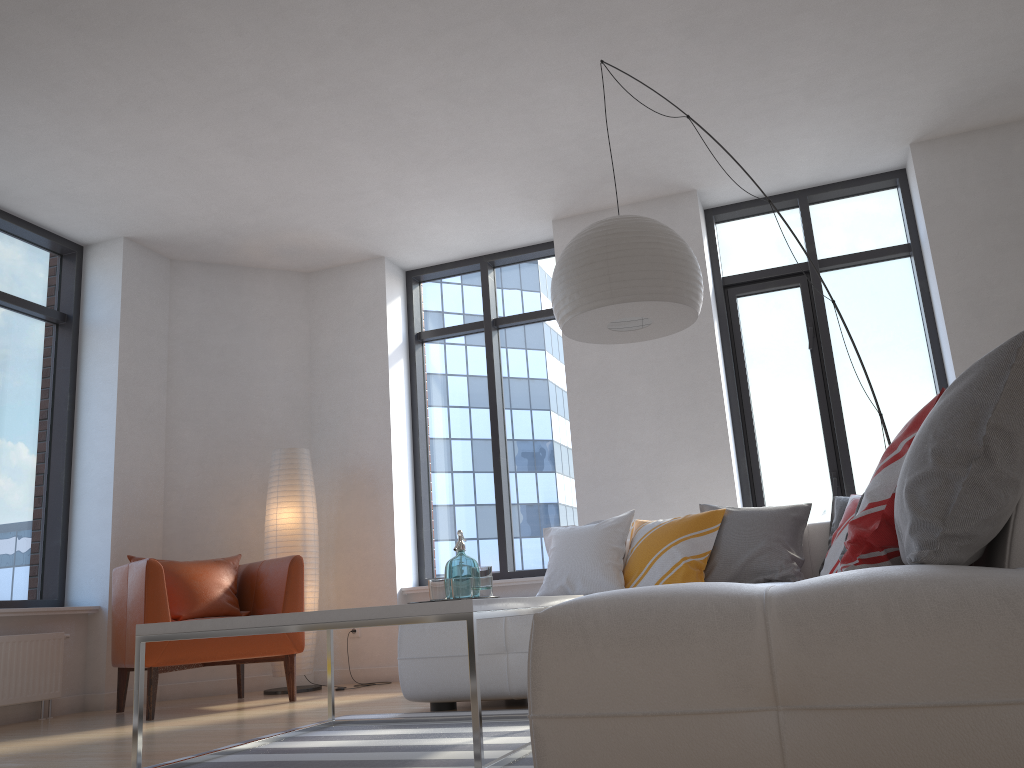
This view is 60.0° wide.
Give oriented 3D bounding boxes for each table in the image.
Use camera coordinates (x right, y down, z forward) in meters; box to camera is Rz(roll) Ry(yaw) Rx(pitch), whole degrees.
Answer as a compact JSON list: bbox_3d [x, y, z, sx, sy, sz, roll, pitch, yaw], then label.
[{"bbox_3d":[-0.415,0.964,2.931,1.091,0.435,1.091,-9,-15,18],"label":"table"}]

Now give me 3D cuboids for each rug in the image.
[{"bbox_3d":[-0.364,1.112,2.624,1.662,0.016,2.326,-9,-15,18],"label":"rug"}]

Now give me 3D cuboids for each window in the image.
[{"bbox_3d":[-3.246,0.033,4.879,0.170,2.402,1.960,-9,-15,18],"label":"window"},{"bbox_3d":[2.053,-0.128,5.734,1.310,2.402,0.170,-9,-15,18],"label":"window"},{"bbox_3d":[-0.106,0.209,6.457,1.310,2.402,0.170,-9,-15,18],"label":"window"}]

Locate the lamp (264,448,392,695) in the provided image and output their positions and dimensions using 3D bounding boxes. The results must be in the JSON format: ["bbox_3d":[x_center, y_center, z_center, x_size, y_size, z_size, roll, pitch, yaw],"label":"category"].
[{"bbox_3d":[-1.212,1.190,5.832,0.804,1.550,0.502,1,-15,-20],"label":"lamp"}]

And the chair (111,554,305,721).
[{"bbox_3d":[-1.753,1.378,5.017,0.896,0.858,0.843,7,-18,-38],"label":"chair"}]

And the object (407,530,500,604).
[{"bbox_3d":[-0.215,0.652,3.182,0.330,0.265,0.330,-17,-19,41],"label":"object"}]

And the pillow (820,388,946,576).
[{"bbox_3d":[1.325,0.465,3.003,0.575,0.449,2.250,-8,-15,16],"label":"pillow"}]

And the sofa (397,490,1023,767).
[{"bbox_3d":[0.543,0.802,3.117,2.614,0.732,3.424,-9,-15,18],"label":"sofa"}]

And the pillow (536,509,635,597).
[{"bbox_3d":[0.825,0.704,3.925,0.580,0.456,2.156,10,-20,-43],"label":"pillow"}]

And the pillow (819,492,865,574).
[{"bbox_3d":[1.427,0.509,3.312,0.608,0.436,2.120,-8,-15,14],"label":"pillow"}]

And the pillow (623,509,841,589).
[{"bbox_3d":[0.993,0.644,3.660,0.630,0.440,2.095,2,-15,-23],"label":"pillow"}]

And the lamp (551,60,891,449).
[{"bbox_3d":[1.514,0.021,4.220,3.199,2.647,0.710,6,-17,-34],"label":"lamp"}]

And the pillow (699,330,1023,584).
[{"bbox_3d":[0.979,0.464,3.026,0.647,0.453,2.953,-6,-14,6],"label":"pillow"}]

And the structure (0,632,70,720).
[{"bbox_3d":[-2.818,1.510,4.420,0.110,0.460,1.474,-9,-15,18],"label":"structure"}]
